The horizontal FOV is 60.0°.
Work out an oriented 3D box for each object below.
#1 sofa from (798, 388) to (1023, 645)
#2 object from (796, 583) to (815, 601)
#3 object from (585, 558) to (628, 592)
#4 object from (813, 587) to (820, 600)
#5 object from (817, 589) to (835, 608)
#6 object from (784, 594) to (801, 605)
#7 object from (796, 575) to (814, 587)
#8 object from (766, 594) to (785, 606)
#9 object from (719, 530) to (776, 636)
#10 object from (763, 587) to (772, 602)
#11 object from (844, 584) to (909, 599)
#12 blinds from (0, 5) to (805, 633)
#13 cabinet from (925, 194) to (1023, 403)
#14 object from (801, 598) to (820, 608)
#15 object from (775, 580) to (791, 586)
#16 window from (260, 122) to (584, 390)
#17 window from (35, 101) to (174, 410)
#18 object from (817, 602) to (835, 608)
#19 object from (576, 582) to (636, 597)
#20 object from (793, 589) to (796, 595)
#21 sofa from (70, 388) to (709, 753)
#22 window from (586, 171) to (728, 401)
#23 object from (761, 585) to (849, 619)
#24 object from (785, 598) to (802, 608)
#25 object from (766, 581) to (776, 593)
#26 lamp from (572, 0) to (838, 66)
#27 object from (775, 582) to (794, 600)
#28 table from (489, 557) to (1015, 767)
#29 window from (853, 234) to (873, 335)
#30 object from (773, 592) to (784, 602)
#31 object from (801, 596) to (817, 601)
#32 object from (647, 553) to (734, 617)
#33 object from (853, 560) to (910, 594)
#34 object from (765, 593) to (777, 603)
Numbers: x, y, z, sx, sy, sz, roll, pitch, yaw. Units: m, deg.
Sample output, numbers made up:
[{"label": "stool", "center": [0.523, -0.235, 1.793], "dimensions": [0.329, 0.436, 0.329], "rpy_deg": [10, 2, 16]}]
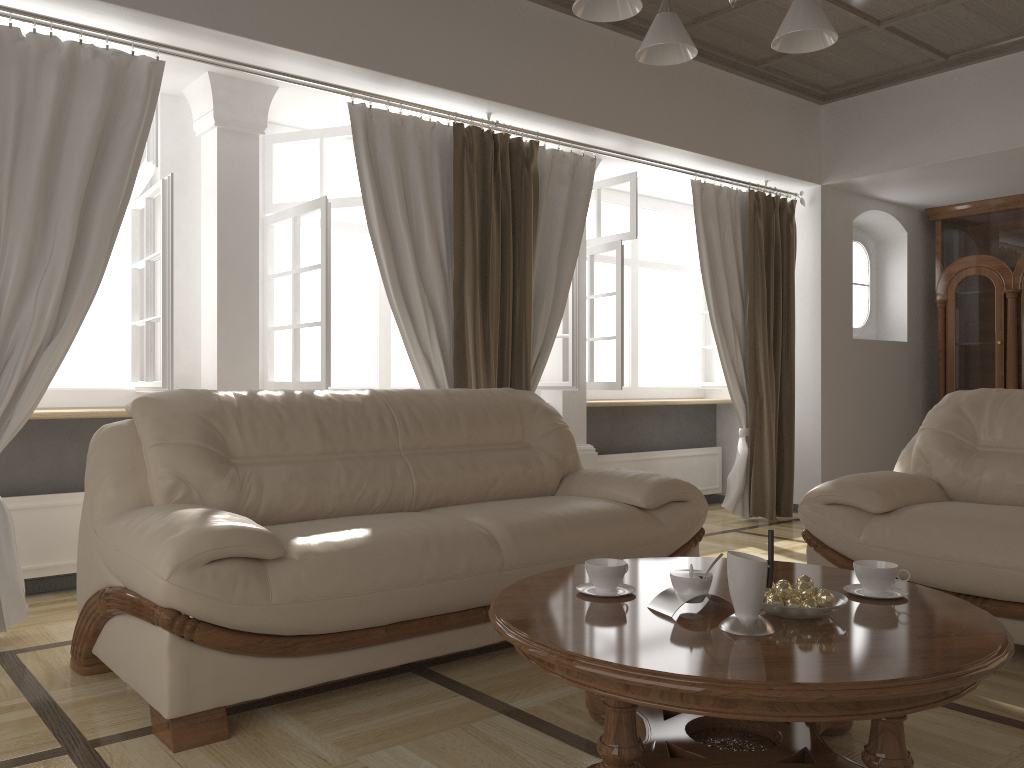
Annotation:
[{"label": "sofa", "center": [1.901, 0.466, 3.255], "dimensions": [1.052, 0.900, 1.318], "rpy_deg": [0, 0, -39]}, {"label": "object", "center": [0.657, 0.466, 1.990], "dimensions": [0.037, 0.041, 0.040], "rpy_deg": [0, 0, -16]}, {"label": "object", "center": [0.237, 0.484, 2.234], "dimensions": [0.105, 0.071, 0.114], "rpy_deg": [0, 0, 11]}, {"label": "object", "center": [0.705, 0.495, 2.075], "dimensions": [0.039, 0.039, 0.040], "rpy_deg": [0, 0, -28]}, {"label": "object", "center": [0.689, 0.472, 1.949], "dimensions": [0.038, 0.042, 0.038], "rpy_deg": [0, 0, -31]}, {"label": "object", "center": [0.642, 0.501, 2.029], "dimensions": [0.039, 0.038, 0.041], "rpy_deg": [0, 0, 3]}, {"label": "object", "center": [0.681, 0.466, 2.063], "dimensions": [0.038, 0.044, 0.038], "rpy_deg": [0, 0, -33]}, {"label": "object", "center": [0.592, 0.494, 1.994], "dimensions": [0.037, 0.040, 0.041], "rpy_deg": [0, 0, -26]}, {"label": "object", "center": [0.505, 0.418, 1.904], "dimensions": [0.119, 0.210, 0.119], "rpy_deg": [0, 0, 28]}, {"label": "object", "center": [0.585, 0.489, 2.067], "dimensions": [0.041, 0.038, 0.039], "rpy_deg": [0, 0, 5]}, {"label": "object", "center": [0.906, 0.519, 2.209], "dimensions": [0.150, 0.010, 0.150], "rpy_deg": [0, 0, 40]}, {"label": "blinds", "center": [-0.185, -0.237, 4.439], "dimensions": [5.765, 2.294, 0.285], "rpy_deg": [0, 0, -39]}, {"label": "cabinet", "center": [4.218, -0.233, 6.265], "dimensions": [0.587, 2.298, 2.360], "rpy_deg": [0, 0, -39]}, {"label": "object", "center": [0.660, 0.494, 1.963], "dimensions": [0.039, 0.039, 0.041], "rpy_deg": [0, 0, 28]}, {"label": "object", "center": [0.644, 0.485, 2.109], "dimensions": [0.039, 0.039, 0.041], "rpy_deg": [0, 0, 10]}, {"label": "window", "center": [-0.487, -0.634, 4.949], "dimensions": [1.759, 1.500, 0.784], "rpy_deg": [0, 0, -40]}, {"label": "window", "center": [-2.173, -0.634, 3.560], "dimensions": [1.600, 1.500, 0.781], "rpy_deg": [0, 0, -39]}, {"label": "object", "center": [0.702, 0.492, 1.981], "dimensions": [0.038, 0.041, 0.041], "rpy_deg": [0, 0, 36]}, {"label": "object", "center": [0.236, 0.519, 2.229], "dimensions": [0.150, 0.010, 0.150], "rpy_deg": [0, 0, 36]}, {"label": "object", "center": [0.663, 0.501, 2.079], "dimensions": [0.040, 0.038, 0.039], "rpy_deg": [0, 0, -14]}, {"label": "sofa", "center": [-0.353, 0.466, 3.223], "dimensions": [2.135, 0.900, 1.051], "rpy_deg": [0, 0, -39]}, {"label": "window", "center": [1.063, -0.634, 6.196], "dimensions": [1.653, 1.500, 0.782], "rpy_deg": [0, 0, -39]}, {"label": "object", "center": [0.650, 0.504, 2.031], "dimensions": [0.227, 0.039, 0.227], "rpy_deg": [0, 0, -14]}, {"label": "object", "center": [0.632, 0.500, 1.988], "dimensions": [0.039, 0.040, 0.038], "rpy_deg": [0, 0, 41]}, {"label": "object", "center": [0.606, 0.485, 2.100], "dimensions": [0.040, 0.040, 0.038], "rpy_deg": [0, 0, 30]}, {"label": "lamp", "center": [0.550, -1.438, 2.138], "dimensions": [0.713, 1.094, 0.741], "rpy_deg": [0, 0, -39]}, {"label": "object", "center": [0.619, 0.471, 2.014], "dimensions": [0.038, 0.039, 0.040], "rpy_deg": [0, 0, 36]}, {"label": "table", "center": [0.530, 0.720, 2.121], "dimensions": [1.169, 0.392, 1.167], "rpy_deg": [0, 0, -44]}, {"label": "window", "center": [2.625, -0.770, 6.876], "dimensions": [0.600, 0.784, 0.050], "rpy_deg": [0, 0, -39]}, {"label": "object", "center": [0.624, 0.502, 2.067], "dimensions": [0.040, 0.037, 0.040], "rpy_deg": [0, 0, -14]}, {"label": "object", "center": [0.681, 0.501, 2.042], "dimensions": [0.040, 0.039, 0.039], "rpy_deg": [0, 0, 41]}, {"label": "object", "center": [0.420, 0.457, 2.070], "dimensions": [0.178, 0.133, 0.104], "rpy_deg": [0, 0, -24]}, {"label": "object", "center": [0.908, 0.484, 2.204], "dimensions": [0.105, 0.071, 0.114], "rpy_deg": [0, 0, -24]}, {"label": "object", "center": [0.600, 0.500, 2.032], "dimensions": [0.038, 0.040, 0.040], "rpy_deg": [0, 0, 11]}]
